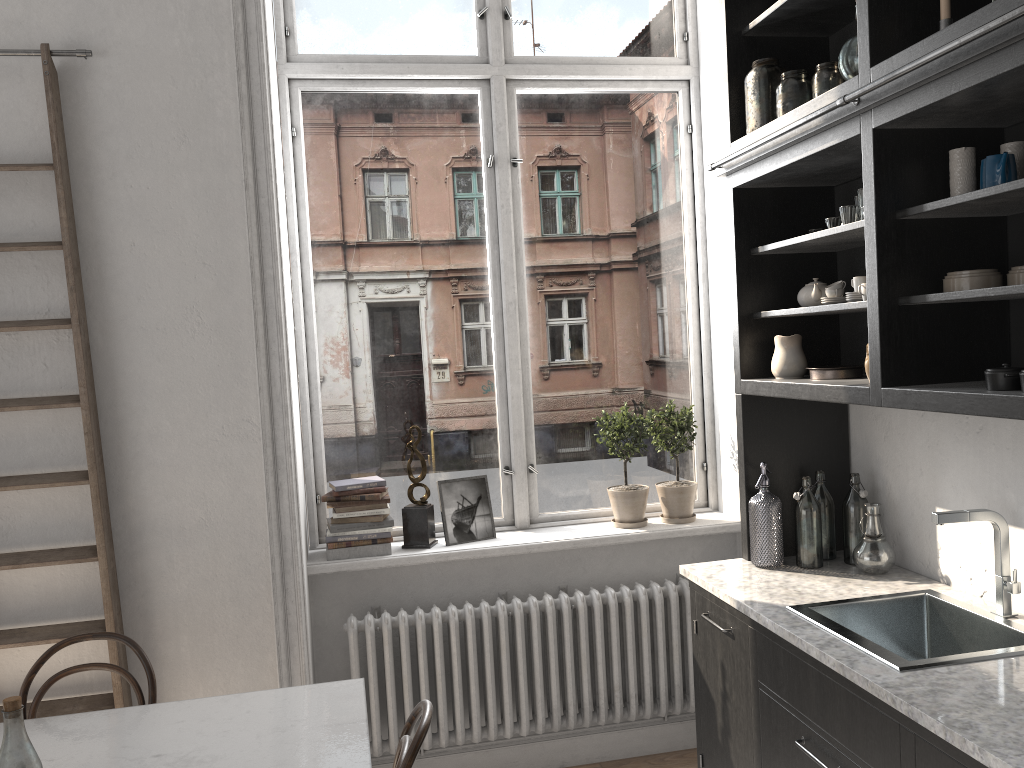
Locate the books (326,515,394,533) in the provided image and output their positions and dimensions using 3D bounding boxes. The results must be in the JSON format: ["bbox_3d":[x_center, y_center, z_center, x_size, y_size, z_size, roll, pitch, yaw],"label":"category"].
[{"bbox_3d":[-0.606,0.550,3.529,0.245,0.028,0.193,-4,3,-16],"label":"books"}]

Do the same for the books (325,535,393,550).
[{"bbox_3d":[-0.608,0.614,3.514,0.249,0.023,0.175,-4,2,-15],"label":"books"}]

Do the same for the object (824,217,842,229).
[{"bbox_3d":[0.988,-0.480,2.696,0.071,0.047,0.071,-2,3,27],"label":"object"}]

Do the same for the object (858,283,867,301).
[{"bbox_3d":[1.022,-0.262,2.557,0.049,0.054,0.039,-2,3,15],"label":"object"}]

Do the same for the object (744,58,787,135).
[{"bbox_3d":[0.835,-0.934,2.904,0.118,0.238,0.118,-4,3,-26],"label":"object"}]

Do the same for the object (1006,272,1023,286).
[{"bbox_3d":[1.243,-0.246,2.093,0.132,0.038,0.132,-1,3,36],"label":"object"}]

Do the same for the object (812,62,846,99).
[{"bbox_3d":[0.958,-0.887,2.680,0.096,0.150,0.096,-4,3,-23],"label":"object"}]

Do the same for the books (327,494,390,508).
[{"bbox_3d":[-0.611,0.460,3.520,0.243,0.019,0.174,-4,2,-11],"label":"books"}]

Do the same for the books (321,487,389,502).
[{"bbox_3d":[-0.620,0.439,3.518,0.231,0.023,0.162,-3,2,5],"label":"books"}]

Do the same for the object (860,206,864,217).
[{"bbox_3d":[1.011,-0.472,2.476,0.071,0.047,0.071,-2,3,27],"label":"object"}]

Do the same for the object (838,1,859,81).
[{"bbox_3d":[0.932,-0.976,2.351,0.134,0.358,0.134,-1,3,34],"label":"object"}]

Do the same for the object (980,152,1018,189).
[{"bbox_3d":[1.139,-0.486,2.082,0.082,0.094,0.140,-1,4,44],"label":"object"}]

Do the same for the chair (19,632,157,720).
[{"bbox_3d":[-1.243,1.241,2.523,0.438,0.921,0.549,-3,3,-4],"label":"chair"}]

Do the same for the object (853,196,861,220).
[{"bbox_3d":[1.065,-0.514,2.678,0.060,0.107,0.060,-6,4,-43],"label":"object"}]

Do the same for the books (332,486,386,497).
[{"bbox_3d":[-0.608,0.417,3.519,0.205,0.020,0.155,-4,2,-11],"label":"books"}]

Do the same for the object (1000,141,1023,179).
[{"bbox_3d":[1.213,-0.515,2.159,0.082,0.135,0.059,-2,3,17],"label":"object"}]

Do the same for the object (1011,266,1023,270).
[{"bbox_3d":[1.242,-0.262,2.092,0.112,0.036,0.112,-2,3,31],"label":"object"}]

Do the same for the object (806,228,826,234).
[{"bbox_3d":[1.026,-0.495,2.983,0.071,0.047,0.071,-2,3,27],"label":"object"}]

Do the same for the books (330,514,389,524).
[{"bbox_3d":[-0.602,0.525,3.524,0.205,0.022,0.155,-3,2,3],"label":"books"}]

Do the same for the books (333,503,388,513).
[{"bbox_3d":[-0.604,0.480,3.522,0.205,0.022,0.155,-4,3,-16],"label":"books"}]

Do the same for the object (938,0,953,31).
[{"bbox_3d":[1.044,-0.875,2.134,0.123,0.161,0.123,-3,3,-2],"label":"object"}]

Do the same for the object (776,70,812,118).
[{"bbox_3d":[0.884,-0.890,2.770,0.114,0.155,0.114,-4,3,-8],"label":"object"}]

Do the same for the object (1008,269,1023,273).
[{"bbox_3d":[1.242,-0.254,2.092,0.123,0.036,0.123,-4,3,-24],"label":"object"}]

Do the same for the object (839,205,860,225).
[{"bbox_3d":[0.998,-0.488,2.613,0.064,0.069,0.064,-1,3,37],"label":"object"}]

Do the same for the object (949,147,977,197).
[{"bbox_3d":[1.120,-0.511,2.196,0.082,0.135,0.059,-6,4,-43],"label":"object"}]

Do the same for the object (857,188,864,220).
[{"bbox_3d":[1.023,-0.506,2.543,0.060,0.107,0.060,-2,3,17],"label":"object"}]

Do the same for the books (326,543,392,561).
[{"bbox_3d":[-0.608,0.647,3.517,0.248,0.043,0.192,-4,2,-11],"label":"books"}]

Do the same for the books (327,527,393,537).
[{"bbox_3d":[-0.603,0.571,3.529,0.255,0.014,0.192,-3,2,-8],"label":"books"}]

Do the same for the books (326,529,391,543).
[{"bbox_3d":[-0.609,0.591,3.513,0.249,0.023,0.175,-4,2,-10],"label":"books"}]

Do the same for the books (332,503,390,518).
[{"bbox_3d":[-0.601,0.502,3.529,0.222,0.024,0.158,-4,2,-11],"label":"books"}]

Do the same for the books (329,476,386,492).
[{"bbox_3d":[-0.616,0.395,3.526,0.201,0.024,0.159,-4,3,-21],"label":"books"}]

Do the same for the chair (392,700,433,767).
[{"bbox_3d":[-0.430,1.217,2.039,0.549,0.921,0.437,-3,3,1],"label":"chair"}]

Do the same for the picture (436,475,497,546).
[{"bbox_3d":[-0.202,0.516,3.651,0.221,0.264,0.149,-5,3,-27],"label":"picture"}]
